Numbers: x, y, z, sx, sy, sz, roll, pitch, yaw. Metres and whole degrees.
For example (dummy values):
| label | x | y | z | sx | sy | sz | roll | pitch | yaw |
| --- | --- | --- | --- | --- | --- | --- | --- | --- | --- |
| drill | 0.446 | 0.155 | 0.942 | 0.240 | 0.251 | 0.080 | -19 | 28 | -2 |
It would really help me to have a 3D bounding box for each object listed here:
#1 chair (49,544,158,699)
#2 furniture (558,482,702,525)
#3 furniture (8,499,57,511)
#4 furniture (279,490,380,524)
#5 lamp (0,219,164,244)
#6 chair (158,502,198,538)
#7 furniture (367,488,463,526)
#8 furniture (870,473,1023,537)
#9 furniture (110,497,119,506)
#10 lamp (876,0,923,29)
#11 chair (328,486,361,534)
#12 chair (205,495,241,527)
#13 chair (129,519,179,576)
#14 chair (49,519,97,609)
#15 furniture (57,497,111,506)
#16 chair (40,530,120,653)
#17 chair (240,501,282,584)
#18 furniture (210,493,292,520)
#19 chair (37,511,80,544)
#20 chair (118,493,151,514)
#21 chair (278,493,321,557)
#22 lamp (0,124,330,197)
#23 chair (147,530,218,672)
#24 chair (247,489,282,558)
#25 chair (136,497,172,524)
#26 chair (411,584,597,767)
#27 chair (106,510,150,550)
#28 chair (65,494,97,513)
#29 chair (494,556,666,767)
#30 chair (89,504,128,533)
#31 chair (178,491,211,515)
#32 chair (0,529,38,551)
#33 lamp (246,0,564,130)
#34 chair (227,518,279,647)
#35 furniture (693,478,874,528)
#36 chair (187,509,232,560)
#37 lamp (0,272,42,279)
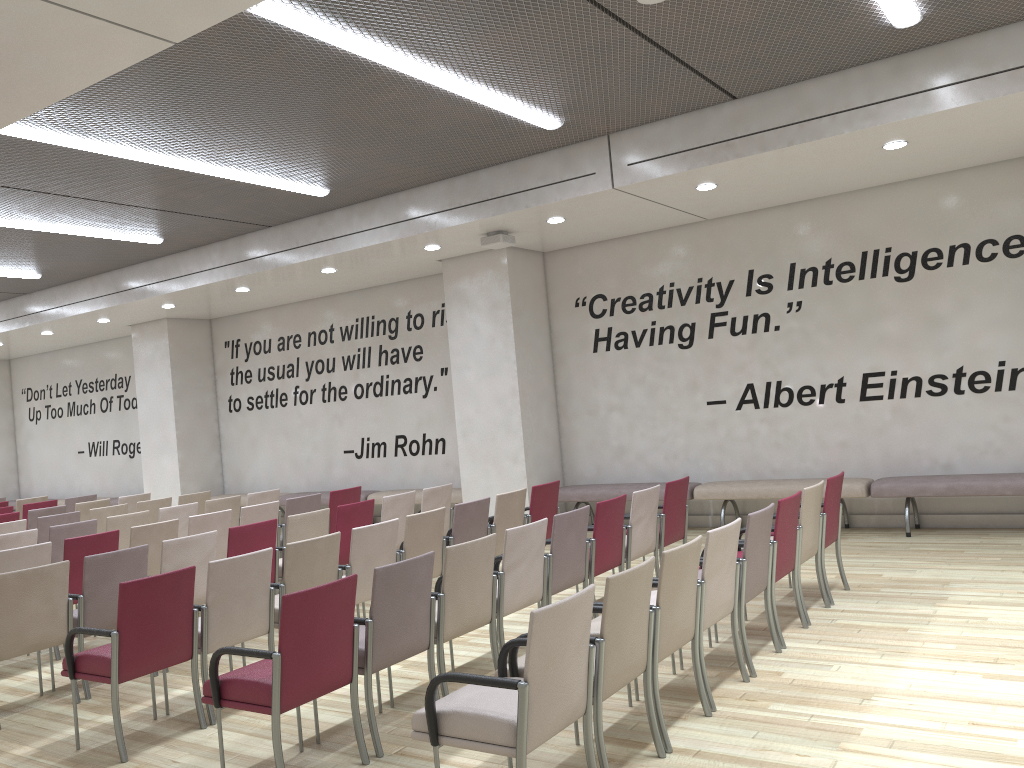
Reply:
| label | x | y | z | sx | sy | sz | roll | pitch | yaw |
| --- | --- | --- | --- | --- | --- | --- | --- | --- | --- |
| chair | -2.753 | 1.543 | 5.894 | 0.640 | 0.890 | 0.513 | -6 | -2 | 34 |
| furniture | 1.343 | 1.455 | 10.463 | 1.833 | 0.550 | 0.530 | -6 | -2 | 34 |
| furniture | -9.774 | 2.619 | 17.976 | 1.833 | 0.550 | 0.530 | -6 | -2 | 34 |
| furniture | -2.687 | 1.877 | 13.187 | 1.833 | 0.550 | 0.530 | -6 | -2 | 34 |
| lamp | -5.263 | -1.696 | 9.543 | 0.198 | 0.045 | 3.303 | -6 | -2 | 34 |
| chair | -3.553 | 1.689 | 9.096 | 0.640 | 0.890 | 0.513 | -6 | -2 | 35 |
| furniture | -1.156 | 1.716 | 12.152 | 1.833 | 0.550 | 0.530 | -6 | -2 | 34 |
| furniture | 4.409 | 1.134 | 8.392 | 1.833 | 0.550 | 0.530 | -6 | -2 | 34 |
| furniture | -6.709 | 2.298 | 15.904 | 1.833 | 0.550 | 0.530 | -6 | -2 | 34 |
| lamp | 1.818 | -2.438 | 4.758 | 0.198 | 0.045 | 3.303 | -6 | -2 | 34 |
| chair | -1.913 | 1.548 | 9.314 | 0.640 | 0.890 | 0.513 | -6 | -2 | 34 |
| chair | -3.253 | 1.673 | 9.544 | 0.640 | 0.890 | 0.513 | -6 | -2 | 34 |
| chair | -3.150 | 1.616 | 7.485 | 0.640 | 0.890 | 0.513 | -6 | -2 | 33 |
| chair | -4.160 | 1.721 | 8.170 | 0.640 | 0.890 | 0.513 | -6 | -2 | 34 |
| furniture | -8.240 | 2.458 | 16.939 | 1.833 | 0.550 | 0.530 | -6 | -2 | 34 |
| chair | -3.450 | 1.631 | 7.026 | 0.640 | 0.890 | 0.513 | -6 | -2 | 34 |
| chair | -2.537 | 1.582 | 8.398 | 0.640 | 0.890 | 0.513 | -6 | -2 | 34 |
| furniture | -4.222 | 2.037 | 14.224 | 1.833 | 0.550 | 0.530 | -6 | -2 | 34 |
| chair | -4.874 | 1.812 | 9.316 | 0.640 | 0.890 | 0.513 | -6 | -2 | 35 |
| chair | -4.973 | 1.869 | 11.369 | 0.640 | 0.890 | 0.513 | -6 | -2 | 33 |
| chair | -2.239 | 1.567 | 8.860 | 0.640 | 0.890 | 0.513 | -6 | -2 | 35 |
| lamp | -2.900 | -1.944 | 7.946 | 0.198 | 0.045 | 3.303 | -6 | -2 | 34 |
| chair | -2.447 | 1.527 | 6.356 | 0.640 | 0.890 | 0.513 | -6 | -2 | 34 |
| chair | -2.948 | 1.656 | 9.990 | 0.640 | 0.890 | 0.513 | -6 | -2 | 35 |
| chair | -4.259 | 1.778 | 10.222 | 0.640 | 0.890 | 0.513 | -6 | -2 | 33 |
| chair | -0.007 | 1.240 | 3.374 | 0.640 | 0.890 | 0.513 | -6 | -2 | 34 |
| chair | -3.862 | 1.705 | 8.620 | 0.640 | 0.890 | 0.513 | -6 | -2 | 34 |
| chair | -5.987 | 1.975 | 12.059 | 0.640 | 0.890 | 0.513 | -6 | -2 | 33 |
| chair | 0.298 | 1.224 | 3.837 | 0.640 | 0.890 | 0.513 | -6 | -2 | 33 |
| chair | -4.576 | 1.796 | 9.778 | 0.640 | 0.890 | 0.513 | -6 | -2 | 33 |
| chair | -3.966 | 1.763 | 10.688 | 0.640 | 0.890 | 0.513 | -6 | -2 | 34 |
| chair | -4.477 | 1.739 | 7.730 | 0.640 | 0.890 | 0.513 | -6 | -2 | 34 |
| lamp | -0.547 | -2.190 | 6.356 | 0.198 | 0.045 | 3.303 | -6 | -2 | 34 |
| chair | -2.134 | 1.509 | 6.807 | 0.640 | 0.890 | 0.513 | -6 | -2 | 35 |
| furniture | 2.878 | 1.294 | 9.426 | 1.833 | 0.550 | 0.530 | -6 | -2 | 34 |
| chair | -2.847 | 1.600 | 7.955 | 0.640 | 0.890 | 0.513 | -6 | -2 | 34 |
| lamp | -7.592 | -1.453 | 11.116 | 0.198 | 0.045 | 3.303 | -6 | -2 | 34 |
